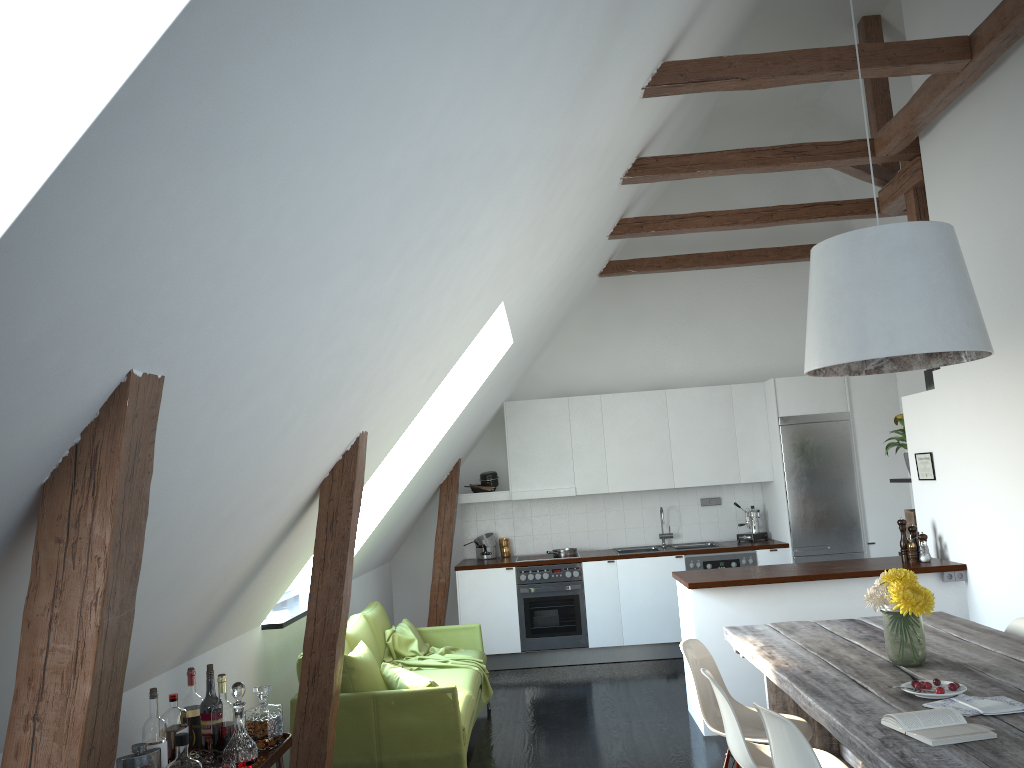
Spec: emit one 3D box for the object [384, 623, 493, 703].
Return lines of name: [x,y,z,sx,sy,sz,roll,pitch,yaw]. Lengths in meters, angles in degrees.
object: [-0.508,1.896,6.082,0.722,0.493,0.711,-4,-7,-3]

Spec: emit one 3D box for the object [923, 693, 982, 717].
object: [1.436,1.018,2.815,0.182,0.014,0.185,-1,-7,-24]

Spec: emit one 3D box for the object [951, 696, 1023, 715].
object: [1.519,1.009,2.796,0.182,0.016,0.179,-4,-7,-3]

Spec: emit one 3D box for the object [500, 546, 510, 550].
object: [-0.067,1.566,8.426,0.099,0.043,0.100,-3,-7,-10]

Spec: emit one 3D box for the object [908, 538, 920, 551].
object: [3.000,1.128,6.245,0.329,0.101,0.287,-6,-7,12]

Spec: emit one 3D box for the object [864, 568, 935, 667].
object: [1.531,0.909,3.474,0.233,0.365,0.293,-1,-7,-27]

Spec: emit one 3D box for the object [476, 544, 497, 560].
object: [-0.221,1.567,8.327,0.200,0.154,0.348,-2,-7,-18]

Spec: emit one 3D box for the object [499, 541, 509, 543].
object: [-0.074,1.510,8.428,0.100,0.036,0.100,-8,-8,30]

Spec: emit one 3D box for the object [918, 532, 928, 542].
object: [2.645,1.043,5.695,0.058,0.184,0.058,-4,-7,-2]

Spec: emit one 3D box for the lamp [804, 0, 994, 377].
lamp: [1.451,-1.468,3.711,0.757,2.813,0.697,1,-8,-38]

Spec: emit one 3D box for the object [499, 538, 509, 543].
object: [-0.074,1.489,8.429,0.100,0.047,0.099,-4,-7,-3]

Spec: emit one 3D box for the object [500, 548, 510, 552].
object: [-0.064,1.586,8.421,0.099,0.051,0.099,-3,-7,-12]

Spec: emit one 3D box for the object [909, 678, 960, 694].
object: [1.437,1.024,3.006,0.132,0.034,0.144,-1,-7,-26]

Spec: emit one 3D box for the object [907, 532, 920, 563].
object: [2.566,1.042,5.672,0.080,0.192,0.058,-3,-7,-14]

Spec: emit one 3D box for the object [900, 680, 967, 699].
object: [1.424,1.035,2.995,0.205,0.024,0.205,-3,-7,-6]

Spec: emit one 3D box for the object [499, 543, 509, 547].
object: [-0.073,1.526,8.426,0.100,0.036,0.100,0,-8,-31]

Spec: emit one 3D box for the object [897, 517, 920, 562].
object: [2.577,1.005,5.759,0.123,0.283,0.061,-4,-7,2]

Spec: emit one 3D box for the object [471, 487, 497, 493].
object: [-0.258,0.994,8.360,0.243,0.056,0.350,-3,-7,-9]

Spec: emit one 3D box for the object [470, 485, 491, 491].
object: [-0.301,0.974,8.311,0.065,0.065,0.332,0,-8,-31]

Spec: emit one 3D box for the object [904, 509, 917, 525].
object: [2.988,0.930,6.278,0.329,0.101,0.287,-6,-7,12]

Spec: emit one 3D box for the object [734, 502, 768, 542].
object: [2.193,1.275,8.249,0.353,0.370,0.206,2,-9,-41]

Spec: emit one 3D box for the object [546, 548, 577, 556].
object: [0.432,1.545,8.160,0.351,0.061,0.232,-1,-7,-24]

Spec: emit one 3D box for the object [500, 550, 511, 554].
object: [-0.060,1.603,8.419,0.100,0.048,0.099,-7,-7,20]

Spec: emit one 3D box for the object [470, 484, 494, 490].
object: [-0.289,0.967,8.321,0.061,0.077,0.331,1,-8,-39]

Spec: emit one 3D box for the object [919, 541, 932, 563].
object: [2.616,1.062,5.624,0.069,0.135,0.069,-1,-7,-23]

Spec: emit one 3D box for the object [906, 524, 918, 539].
object: [2.993,1.030,6.257,0.287,0.101,0.329,-4,-7,-3]

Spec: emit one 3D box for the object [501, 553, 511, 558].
object: [-0.057,1.625,8.417,0.100,0.036,0.100,-4,-7,-2]

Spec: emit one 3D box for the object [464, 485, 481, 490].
object: [-0.330,0.989,8.402,0.357,0.075,0.244,-1,-7,-27]

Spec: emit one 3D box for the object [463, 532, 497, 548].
object: [-0.321,1.500,8.369,0.371,0.169,0.203,-1,-7,-26]

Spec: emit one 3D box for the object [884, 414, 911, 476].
object: [2.933,0.425,6.387,0.493,0.486,0.506,-7,-7,21]

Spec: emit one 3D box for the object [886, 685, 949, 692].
object: [1.368,1.028,2.992,0.194,0.022,0.019,-6,-7,17]

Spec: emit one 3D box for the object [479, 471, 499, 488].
object: [-0.217,0.913,8.431,0.190,0.166,0.200,0,-8,-35]

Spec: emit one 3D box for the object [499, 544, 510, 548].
object: [-0.070,1.545,8.428,0.099,0.057,0.101,-6,-7,13]
